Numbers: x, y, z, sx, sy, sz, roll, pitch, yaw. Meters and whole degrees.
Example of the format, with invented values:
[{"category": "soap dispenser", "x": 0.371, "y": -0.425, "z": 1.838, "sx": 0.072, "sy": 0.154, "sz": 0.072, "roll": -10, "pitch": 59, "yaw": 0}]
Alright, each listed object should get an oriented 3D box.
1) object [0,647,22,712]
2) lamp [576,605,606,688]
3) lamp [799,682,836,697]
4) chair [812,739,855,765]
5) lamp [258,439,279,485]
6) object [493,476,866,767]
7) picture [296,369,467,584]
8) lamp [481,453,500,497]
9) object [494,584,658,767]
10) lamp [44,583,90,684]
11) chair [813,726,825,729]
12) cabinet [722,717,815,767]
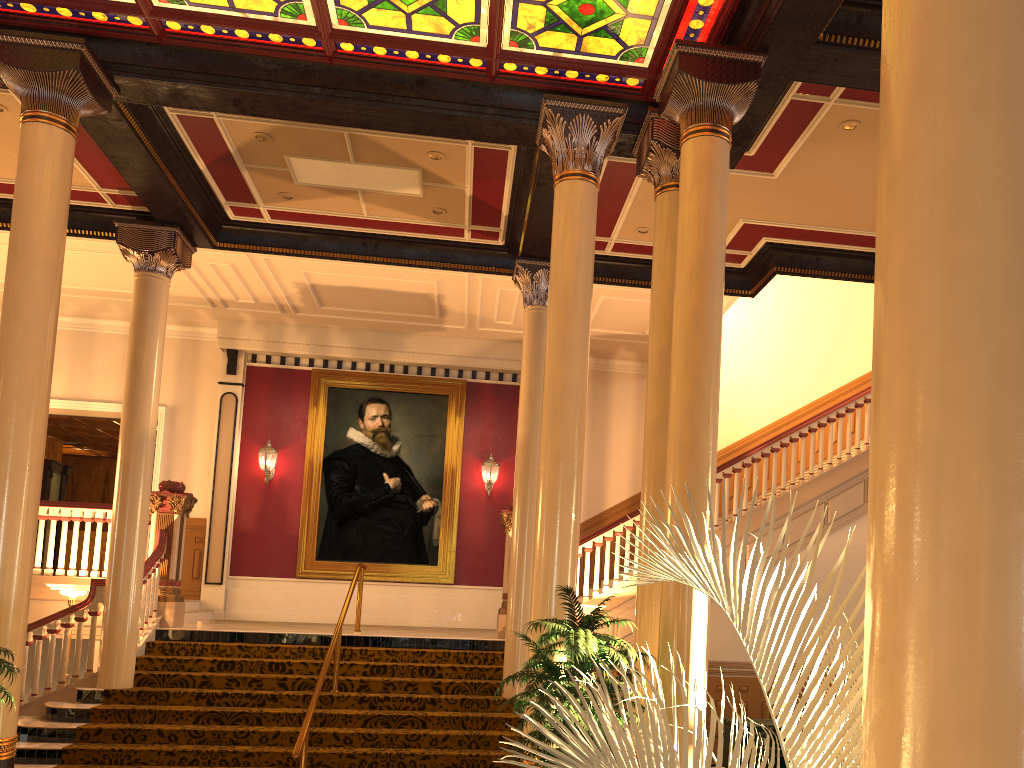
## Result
[{"category": "object", "x": -3.694, "y": 2.136, "z": 5.336, "sx": 1.107, "sy": 2.123, "sz": 1.026, "roll": 5, "pitch": -6, "yaw": -17}, {"category": "lamp", "x": 0.814, "y": 3.655, "z": 10.429, "sx": 0.570, "sy": 1.986, "sz": 0.599, "roll": 1, "pitch": -5, "yaw": 13}, {"category": "lamp", "x": 3.233, "y": 3.379, "z": 9.235, "sx": 0.323, "sy": 0.414, "sz": 0.320, "roll": 4, "pitch": -8, "yaw": -9}, {"category": "chair", "x": 2.690, "y": 3.338, "z": 7.027, "sx": 0.729, "sy": 1.084, "sz": 0.767, "roll": 1, "pitch": -8, "yaw": 9}, {"category": "lamp", "x": -3.933, "y": 1.262, "z": 14.019, "sx": 0.321, "sy": 0.720, "sz": 0.397, "roll": 3, "pitch": -7, "yaw": -5}, {"category": "object", "x": 0.471, "y": 1.319, "z": 1.627, "sx": 1.859, "sy": 2.227, "sz": 2.041, "roll": 5, "pitch": -9, "yaw": -17}, {"category": "picture", "x": -2.137, "y": 1.531, "z": 14.405, "sx": 2.571, "sy": 3.408, "sz": 0.055, "roll": 4, "pitch": -4, "yaw": -8}, {"category": "lamp", "x": -0.367, "y": 1.523, "z": 14.503, "sx": 0.321, "sy": 0.720, "sz": 0.397, "roll": 3, "pitch": -7, "yaw": -5}, {"category": "object", "x": 0.428, "y": 2.441, "z": 5.924, "sx": 1.040, "sy": 2.123, "sz": 1.090, "roll": -3, "pitch": -9, "yaw": 43}, {"category": "lamp", "x": -4.955, "y": 3.230, "z": 9.639, "sx": 0.600, "sy": 1.986, "sz": 0.569, "roll": 5, "pitch": -6, "yaw": -23}, {"category": "chair", "x": 3.216, "y": 3.755, "z": 8.255, "sx": 0.716, "sy": 0.908, "sz": 0.625, "roll": 8, "pitch": -9, "yaw": -35}, {"category": "cabinet", "x": 2.862, "y": 3.979, "z": 9.103, "sx": 1.266, "sy": 0.856, "sz": 0.554, "roll": 4, "pitch": -7, "yaw": -7}]
